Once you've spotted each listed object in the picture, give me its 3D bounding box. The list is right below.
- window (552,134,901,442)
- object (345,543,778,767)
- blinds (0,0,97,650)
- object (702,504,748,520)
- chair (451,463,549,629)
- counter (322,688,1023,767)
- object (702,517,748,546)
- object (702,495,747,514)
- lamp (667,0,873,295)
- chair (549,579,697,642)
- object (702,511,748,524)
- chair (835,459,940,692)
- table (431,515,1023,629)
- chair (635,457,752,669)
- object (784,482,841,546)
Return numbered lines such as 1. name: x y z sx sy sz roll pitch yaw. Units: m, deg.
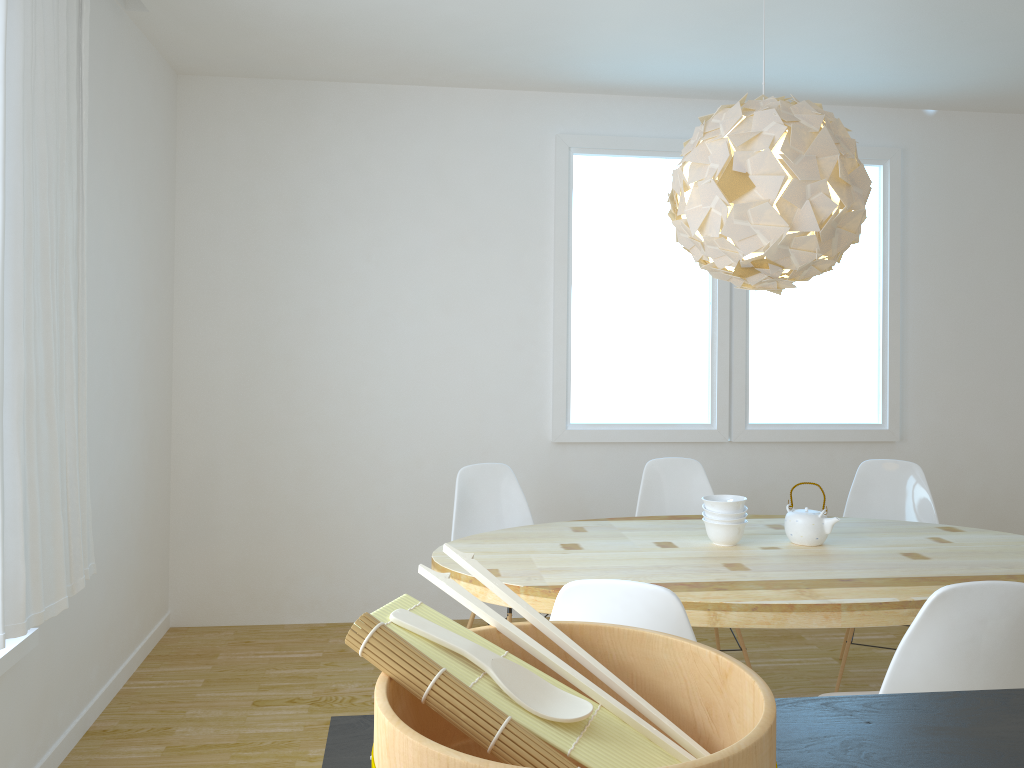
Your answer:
1. window: 1.296 -0.188 3.453 1.879 2.054 2.551 1 1 -7
2. object: 0.034 0.316 0.856 0.430 0.214 0.378 1 2 21
3. blinds: -1.346 -0.415 2.605 0.150 2.161 0.794 1 0 -7
4. object: 0.727 0.459 3.027 0.152 0.096 0.151 1 2 10
5. chair: 0.013 0.794 3.481 0.430 0.902 0.523 1 0 -32
6. counter: 1.006 0.449 0.936 2.400 0.040 0.601 0 3 -7
7. object: 0.729 0.506 3.032 0.152 0.082 0.152 2 2 32
8. object: 0.726 0.431 3.030 0.152 0.087 0.152 1 2 21
9. lamp: 0.843 -0.858 2.913 0.639 1.136 0.647 1 0 -8
10. chair: 0.282 0.861 2.148 0.430 0.902 0.523 1 0 13
11. object: 0.728 0.483 3.029 0.152 0.093 0.151 2 2 32
12. chair: 1.596 0.800 3.734 0.430 0.902 0.523 1 0 23
13. table: 0.827 0.916 2.945 2.189 0.725 1.194 0 2 -9
14. chair: 0.746 0.792 3.696 0.430 0.902 0.523 1 0 -7
15. object: 1.020 0.445 3.043 0.147 0.212 0.177 1 1 -8
